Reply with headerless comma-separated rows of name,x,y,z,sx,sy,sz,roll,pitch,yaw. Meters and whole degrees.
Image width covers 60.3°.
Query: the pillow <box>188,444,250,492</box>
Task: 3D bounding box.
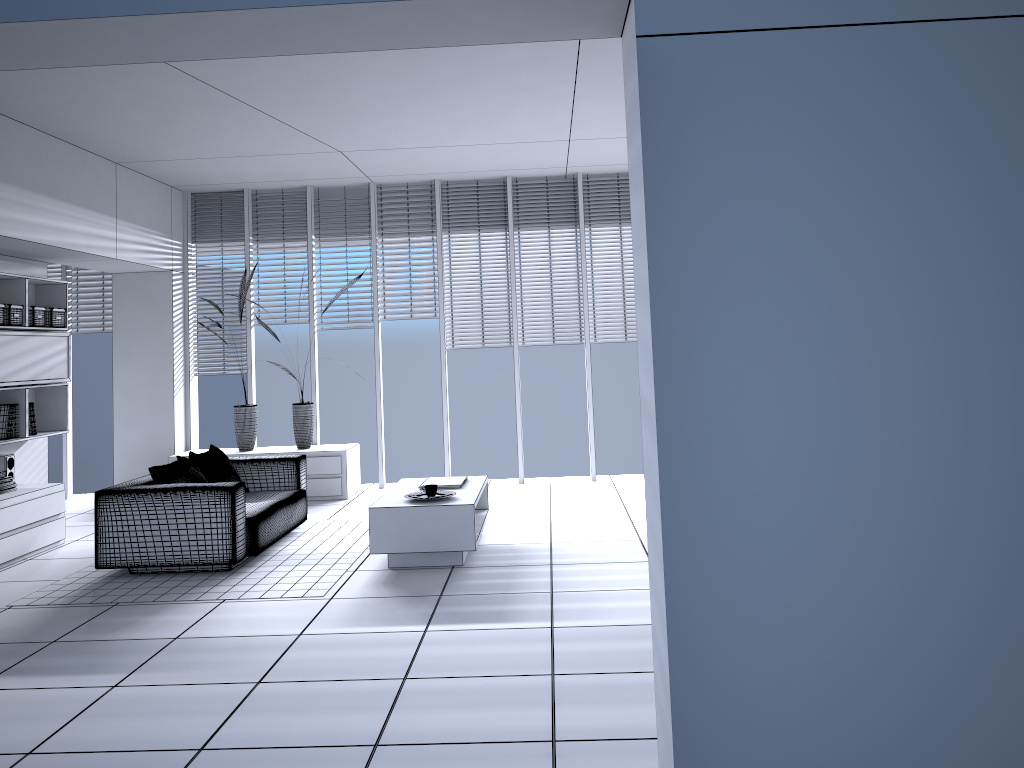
pillow,-2.185,0.660,6.557,0.300,0.400,0.565,-2,0,0

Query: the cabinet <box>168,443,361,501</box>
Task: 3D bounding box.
cabinet,-2.346,0.859,8.431,1.675,0.452,0.595,-2,0,2

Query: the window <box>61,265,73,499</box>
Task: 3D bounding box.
window,-4.857,-0.366,8.999,0.688,3.146,0.099,-2,-4,2

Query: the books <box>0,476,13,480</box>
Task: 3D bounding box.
books,-3.735,0.680,6.130,0.285,0.008,0.415,-2,2,4

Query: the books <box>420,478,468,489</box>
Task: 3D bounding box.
books,-0.475,0.701,6.216,0.285,0.008,0.415,-2,2,4

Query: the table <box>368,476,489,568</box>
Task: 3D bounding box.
table,-0.521,0.914,5.960,0.650,0.390,1.198,-2,2,2

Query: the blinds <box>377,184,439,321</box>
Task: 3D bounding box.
blinds,-1.058,-1.341,8.965,0.636,1.385,0.038,-2,-4,2

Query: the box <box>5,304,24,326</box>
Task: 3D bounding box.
box,-3.847,-0.510,6.609,0.280,0.163,0.178,-2,-1,2

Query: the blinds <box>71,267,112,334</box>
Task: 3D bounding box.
blinds,-4.245,-1.217,9.118,0.636,1.385,0.038,-2,-4,2

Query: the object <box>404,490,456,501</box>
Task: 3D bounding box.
object,-0.520,0.718,5.620,0.329,0.024,0.329,-1,3,32

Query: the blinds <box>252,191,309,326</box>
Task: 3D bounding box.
blinds,-2.345,-1.289,9.013,0.636,1.374,0.050,-2,-4,2

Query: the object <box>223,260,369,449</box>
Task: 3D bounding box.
object,-2.078,-0.308,8.340,1.551,1.876,0.688,-2,-3,-3

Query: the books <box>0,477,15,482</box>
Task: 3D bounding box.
books,-3.727,0.689,6.147,0.285,0.008,0.415,-2,2,4

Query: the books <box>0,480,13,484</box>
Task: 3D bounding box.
books,-3.737,0.709,6.128,0.285,0.008,0.415,-2,2,4

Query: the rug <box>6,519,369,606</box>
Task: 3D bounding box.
rug,-1.892,1.160,6.010,1.798,0.001,2.228,-2,2,2

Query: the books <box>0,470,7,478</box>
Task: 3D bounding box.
books,-3.703,0.648,6.140,0.207,0.050,0.258,-2,2,8

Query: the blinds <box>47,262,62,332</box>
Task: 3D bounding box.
blinds,-4.877,-0.964,9.126,0.636,1.914,0.038,-2,-4,2

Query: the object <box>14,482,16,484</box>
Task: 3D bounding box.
object,-3.732,0.729,6.160,0.285,0.008,0.415,-2,2,4

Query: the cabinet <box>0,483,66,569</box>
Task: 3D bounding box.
cabinet,-3.687,1.030,5.533,0.573,0.451,2.265,-2,2,2

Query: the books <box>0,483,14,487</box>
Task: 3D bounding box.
books,-3.728,0.727,6.137,0.285,0.008,0.415,-2,2,4

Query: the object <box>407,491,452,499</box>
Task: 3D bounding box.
object,-0.521,0.712,5.617,0.217,0.012,0.214,-4,3,-41

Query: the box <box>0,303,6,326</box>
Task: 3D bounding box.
box,-3.856,-0.501,6.387,0.280,0.163,0.178,-2,-1,2

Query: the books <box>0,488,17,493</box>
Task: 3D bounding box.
books,-3.725,0.767,6.175,0.285,0.008,0.415,-2,2,4

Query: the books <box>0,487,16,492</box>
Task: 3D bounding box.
books,-3.733,0.758,6.158,0.285,0.008,0.415,-2,2,4

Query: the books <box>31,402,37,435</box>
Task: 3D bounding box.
books,-3.828,0.275,6.887,0.207,0.261,0.074,-2,-4,2

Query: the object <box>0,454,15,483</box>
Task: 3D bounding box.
object,-3.854,0.651,6.628,0.177,0.233,0.118,-2,-3,2

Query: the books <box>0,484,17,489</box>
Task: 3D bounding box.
books,-3.723,0.738,6.177,0.285,0.008,0.415,-2,2,4

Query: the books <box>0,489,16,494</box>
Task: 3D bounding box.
books,-3.725,0.776,6.167,0.285,0.008,0.415,-2,2,4

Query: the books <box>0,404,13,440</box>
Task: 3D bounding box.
books,-3.832,0.286,6.556,0.207,0.261,0.074,-2,-4,2

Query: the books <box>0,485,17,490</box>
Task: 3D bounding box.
books,-3.723,0.747,6.169,0.285,0.008,0.415,-2,2,4

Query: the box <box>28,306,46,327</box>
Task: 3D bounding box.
box,-3.834,-0.523,6.911,0.280,0.163,0.178,-2,-1,2

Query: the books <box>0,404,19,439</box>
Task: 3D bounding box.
books,-3.832,0.282,6.654,0.207,0.260,0.050,-2,-4,3

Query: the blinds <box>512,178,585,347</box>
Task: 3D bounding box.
blinds,0.369,-1.236,8.898,0.714,1.700,0.047,-2,-4,2

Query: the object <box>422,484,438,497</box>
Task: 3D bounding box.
object,-0.520,0.681,5.619,0.096,0.070,0.084,-2,0,-16

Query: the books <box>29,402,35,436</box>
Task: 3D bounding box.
books,-3.830,0.276,6.855,0.207,0.261,0.074,-2,-4,3

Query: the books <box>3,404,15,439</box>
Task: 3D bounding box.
books,-3.831,0.285,6.587,0.207,0.261,0.074,-2,-4,2

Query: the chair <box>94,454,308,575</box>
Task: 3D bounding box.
chair,-2.073,0.879,6.242,0.959,0.554,1.646,-2,2,2

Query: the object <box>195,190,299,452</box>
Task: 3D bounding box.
object,-2.612,-0.864,8.725,1.422,3.005,0.493,-4,-4,31

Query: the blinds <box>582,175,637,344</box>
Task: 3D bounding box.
blinds,1.089,-1.264,8.871,0.714,1.700,0.047,-2,-4,2

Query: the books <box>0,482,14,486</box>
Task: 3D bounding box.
books,-3.728,0.718,6.145,0.285,0.008,0.415,-2,2,4

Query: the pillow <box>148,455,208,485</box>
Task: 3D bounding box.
pillow,-2.208,0.707,5.977,0.340,0.391,0.566,-2,0,0

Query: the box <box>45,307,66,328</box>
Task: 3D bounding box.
box,-3.823,-0.534,7.179,0.280,0.163,0.216,-2,0,2

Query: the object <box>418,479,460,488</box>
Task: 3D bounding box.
object,-0.485,0.695,6.205,0.285,0.008,0.415,-2,2,4

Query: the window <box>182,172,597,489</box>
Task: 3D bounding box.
window,-0.544,-0.535,8.803,5.500,3.146,0.099,-2,-4,2

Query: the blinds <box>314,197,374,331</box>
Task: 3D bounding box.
blinds,-1.699,-1.233,8.982,0.636,1.365,0.057,-2,-4,2

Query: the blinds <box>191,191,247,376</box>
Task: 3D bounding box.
blinds,-2.977,-1.036,9.020,0.636,1.894,0.057,-2,-4,2

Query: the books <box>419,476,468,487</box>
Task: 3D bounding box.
books,-0.476,0.687,6.206,0.285,0.008,0.415,-2,2,4

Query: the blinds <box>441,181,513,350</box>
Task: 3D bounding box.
blinds,-0.338,-1.208,8.925,0.714,1.700,0.047,-2,-4,2

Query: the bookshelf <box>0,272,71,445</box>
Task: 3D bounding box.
bookshelf,-3.868,-0.162,5.901,0.327,1.256,2.812,-2,1,2
